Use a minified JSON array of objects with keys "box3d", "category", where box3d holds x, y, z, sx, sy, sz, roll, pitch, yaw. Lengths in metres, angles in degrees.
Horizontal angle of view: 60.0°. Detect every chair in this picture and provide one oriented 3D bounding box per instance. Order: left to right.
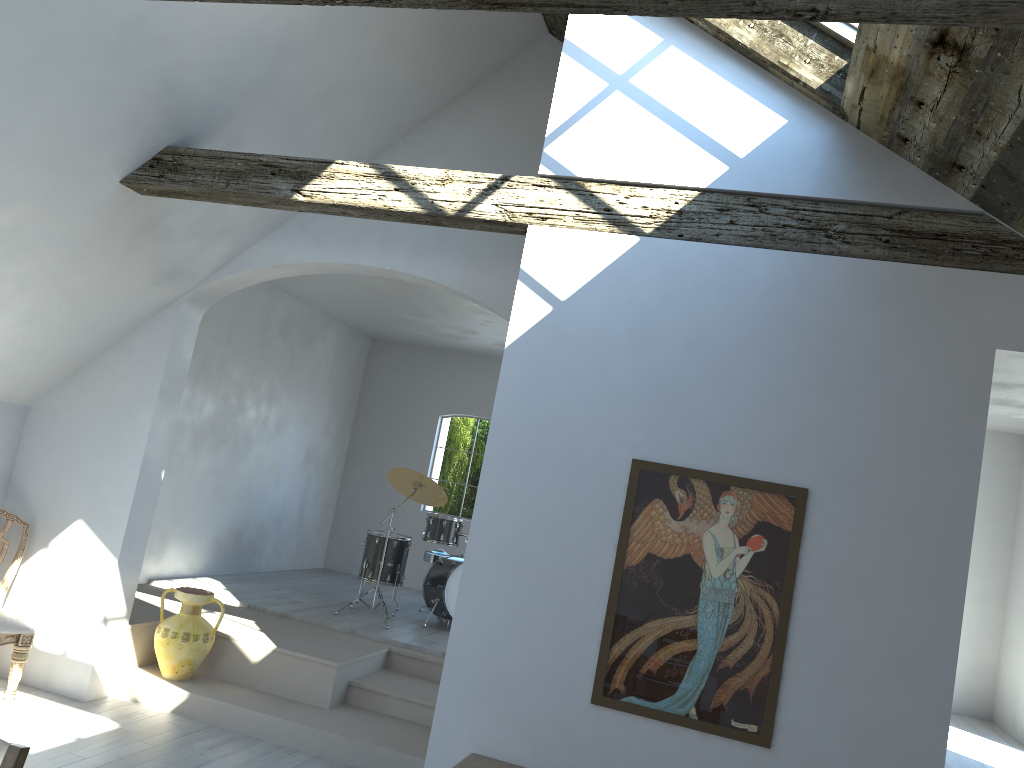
[{"box3d":[-1.573,1.305,1.938,0.514,1.006,0.605,9,-7,16],"category":"chair"},{"box3d":[-3.361,1.353,5.628,0.655,1.159,0.552,5,-9,41],"category":"chair"}]

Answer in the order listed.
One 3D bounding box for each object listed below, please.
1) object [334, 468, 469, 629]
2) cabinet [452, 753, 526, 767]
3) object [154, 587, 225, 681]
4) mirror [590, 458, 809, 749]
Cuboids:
[{"box3d":[-0.595,1.629,8.726,2.354,1.383,1.465,15,-8,-29],"category":"object"},{"box3d":[0.418,2.019,3.416,1.481,0.714,0.383,9,-7,16],"category":"cabinet"},{"box3d":[-2.279,1.748,6.194,0.402,0.605,0.396,14,-8,-27],"category":"object"},{"box3d":[0.778,0.889,3.700,0.736,1.047,0.009,9,-7,16],"category":"mirror"}]
